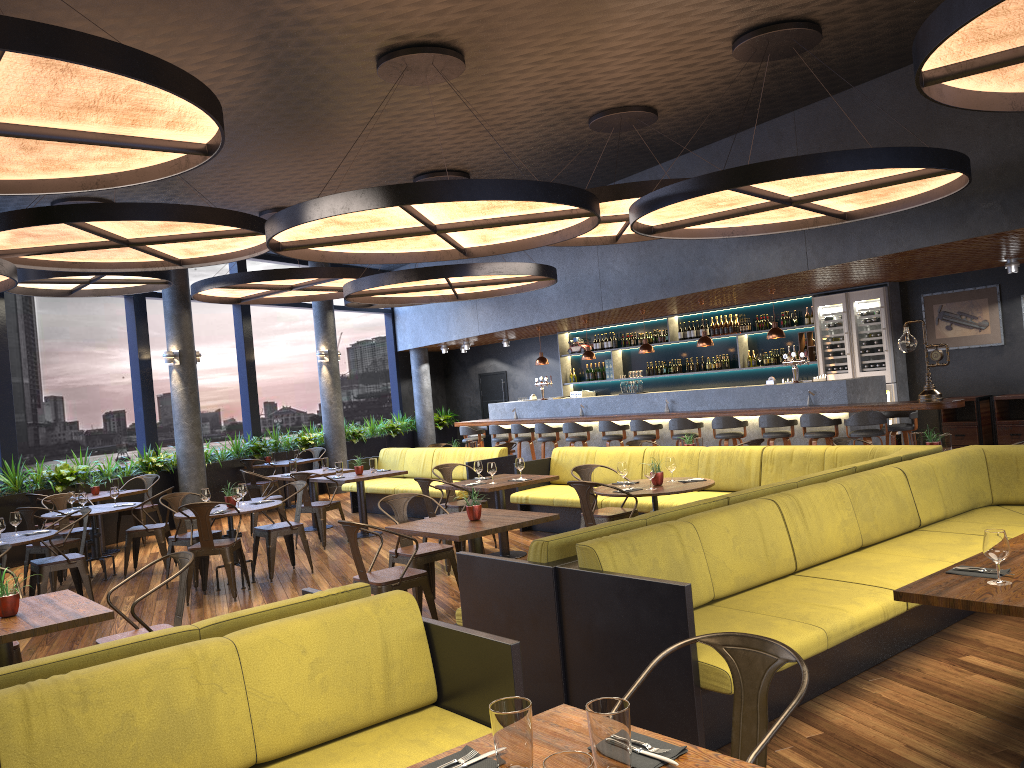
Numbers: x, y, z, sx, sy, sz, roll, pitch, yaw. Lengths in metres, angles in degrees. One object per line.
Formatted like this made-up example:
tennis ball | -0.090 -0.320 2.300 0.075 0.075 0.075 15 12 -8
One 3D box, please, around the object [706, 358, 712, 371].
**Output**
object | 3.399 -0.338 15.305 0.088 0.224 0.088 -5 0 20

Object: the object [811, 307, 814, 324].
object | 4.670 -1.064 13.754 0.079 0.281 0.079 -5 0 19

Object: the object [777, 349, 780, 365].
object | 4.311 -0.436 14.361 0.063 0.254 0.063 -5 0 13

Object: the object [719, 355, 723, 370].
object | 3.569 -0.369 15.154 0.063 0.254 0.063 -5 0 -12

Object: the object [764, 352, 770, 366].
object | 4.120 -0.405 14.363 0.088 0.224 0.088 -5 0 20

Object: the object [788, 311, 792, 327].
object | 4.401 -1.027 14.089 0.063 0.254 0.063 -5 0 13

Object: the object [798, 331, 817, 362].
object | 4.643 -0.580 13.793 0.161 0.475 0.300 -5 0 -40

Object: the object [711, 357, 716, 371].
object | 3.467 -0.345 15.222 0.088 0.224 0.088 -5 0 -25

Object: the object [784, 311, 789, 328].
object | 4.333 -1.021 14.013 0.063 0.254 0.063 -5 0 -12

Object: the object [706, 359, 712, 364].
object | 3.436 -0.333 15.434 0.097 0.206 0.097 -5 0 -8

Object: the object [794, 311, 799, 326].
object | 4.503 -1.036 14.066 0.063 0.254 0.063 -5 0 -32

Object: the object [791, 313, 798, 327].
object | 4.445 -1.007 13.944 0.097 0.206 0.097 -5 0 19

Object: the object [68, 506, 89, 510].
object | -4.839 1.384 9.913 0.255 0.019 0.157 -5 0 37

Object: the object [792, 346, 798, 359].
object | 4.480 -0.467 14.048 0.079 0.281 0.079 -5 0 44

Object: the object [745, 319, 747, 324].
object | 3.886 -0.965 14.688 0.056 0.227 0.056 -5 0 12

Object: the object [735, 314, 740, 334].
object | 3.786 -1.009 14.908 0.084 0.330 0.084 -5 0 -33

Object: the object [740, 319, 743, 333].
object | 3.801 -0.958 14.695 0.056 0.227 0.056 -5 0 12

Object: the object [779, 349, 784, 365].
object | 4.313 -0.437 14.188 0.063 0.254 0.063 -5 0 13

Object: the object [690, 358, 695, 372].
object | 3.159 -0.332 15.541 0.063 0.254 0.063 -5 0 -2

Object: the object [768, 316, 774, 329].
object | 4.167 -0.982 14.257 0.097 0.206 0.097 -5 0 19

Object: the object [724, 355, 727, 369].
object | 3.644 -0.376 15.194 0.063 0.254 0.063 -5 0 -12

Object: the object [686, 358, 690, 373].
object | 3.096 -0.326 15.619 0.063 0.254 0.063 -5 0 23

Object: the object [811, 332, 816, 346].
object | 4.682 -0.695 13.738 0.097 0.206 0.097 -5 0 1

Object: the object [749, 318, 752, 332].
object | 3.926 -0.969 14.641 0.056 0.227 0.056 -5 0 -38

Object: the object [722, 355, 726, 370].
object | 3.586 -0.371 15.020 0.063 0.254 0.063 -5 0 -32

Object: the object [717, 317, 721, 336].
object | 3.520 -0.985 15.179 0.084 0.330 0.084 -5 0 -33

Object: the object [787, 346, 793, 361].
object | 4.420 -0.462 14.121 0.079 0.281 0.079 -5 0 24

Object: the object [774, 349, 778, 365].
object | 4.252 -0.431 14.302 0.063 0.254 0.063 -5 0 -12

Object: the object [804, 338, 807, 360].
object | 4.603 -0.530 13.849 0.091 0.369 0.092 -5 0 19

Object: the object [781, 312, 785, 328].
object | 4.320 -1.019 14.124 0.063 0.254 0.063 -5 0 3

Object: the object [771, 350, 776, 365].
object | 4.194 -0.426 14.246 0.063 0.254 0.063 -5 0 -37

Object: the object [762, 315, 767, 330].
object | 4.082 -0.998 14.349 0.063 0.254 0.063 -5 0 23

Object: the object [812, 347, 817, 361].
object | 4.703 -0.462 13.737 0.097 0.206 0.097 -5 0 1

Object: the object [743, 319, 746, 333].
object | 3.840 -0.961 14.649 0.056 0.227 0.056 -5 0 27

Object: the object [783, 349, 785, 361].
object | 4.371 -0.442 14.248 0.063 0.254 0.063 -5 0 -32

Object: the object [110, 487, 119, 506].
object | -4.420 1.252 9.867 0.097 0.206 0.097 -5 0 -35

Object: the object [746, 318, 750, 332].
object | 3.880 -0.965 14.601 0.056 0.227 0.056 -5 0 37

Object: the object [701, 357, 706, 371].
object | 3.343 -0.348 15.504 0.063 0.254 0.063 -5 0 8

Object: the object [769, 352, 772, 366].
object | 4.214 -0.413 14.421 0.088 0.224 0.088 -5 0 45

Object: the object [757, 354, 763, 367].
object | 4.050 -0.389 14.489 0.097 0.206 0.097 -5 0 19

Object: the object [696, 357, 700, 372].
object | 3.261 -0.340 15.591 0.063 0.254 0.063 -5 0 23

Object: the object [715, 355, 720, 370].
object | 3.496 -0.362 15.092 0.063 0.254 0.063 -5 0 43

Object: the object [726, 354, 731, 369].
object | 3.674 -0.378 15.082 0.063 0.254 0.063 -5 0 23

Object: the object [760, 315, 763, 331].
object | 4.079 -0.997 14.497 0.063 0.254 0.063 -5 0 13

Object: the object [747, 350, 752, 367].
object | 3.937 -0.416 14.707 0.079 0.281 0.079 -5 0 -36

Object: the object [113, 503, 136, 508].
object | -4.280 1.333 9.753 0.255 0.019 0.157 -5 0 -8

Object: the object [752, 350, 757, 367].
object | 3.996 -0.422 14.635 0.079 0.281 0.079 -5 0 29

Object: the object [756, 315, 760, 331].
object | 3.999 -0.990 14.438 0.063 0.254 0.063 -5 0 -42

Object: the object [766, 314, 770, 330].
object | 4.154 -1.004 14.410 0.063 0.254 0.063 -5 0 38

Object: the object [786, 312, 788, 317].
object | 4.403 -1.026 14.183 0.063 0.254 0.063 -5 0 -12

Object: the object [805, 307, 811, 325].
object | 4.610 -1.059 13.827 0.079 0.281 0.079 -5 0 -31
